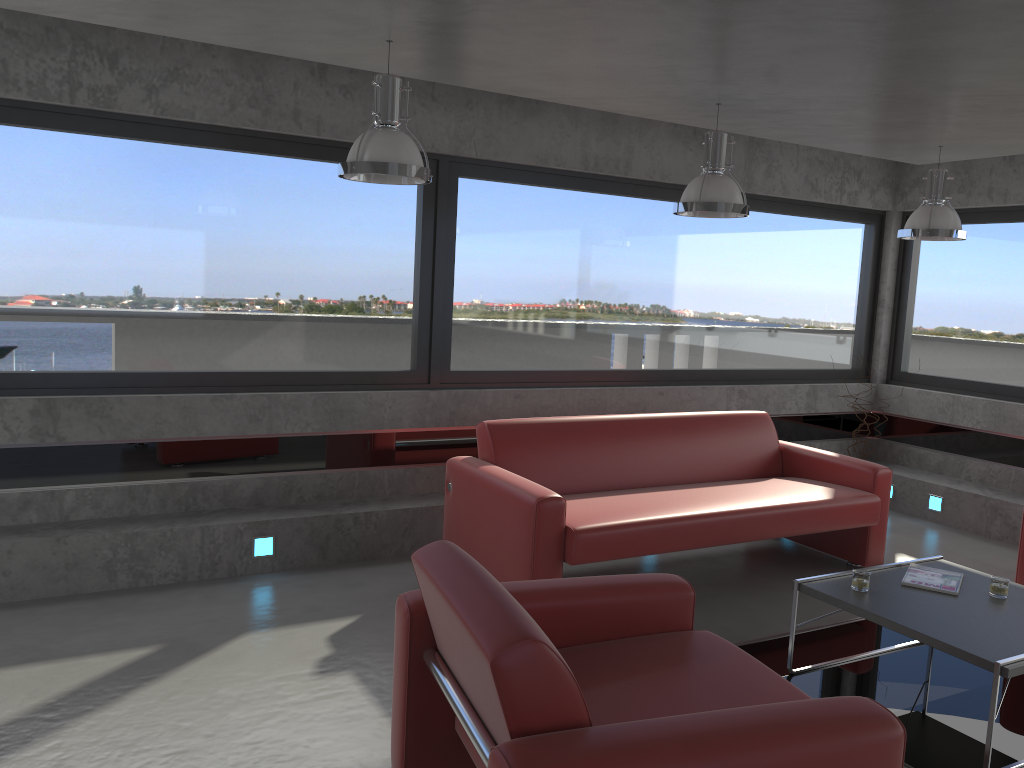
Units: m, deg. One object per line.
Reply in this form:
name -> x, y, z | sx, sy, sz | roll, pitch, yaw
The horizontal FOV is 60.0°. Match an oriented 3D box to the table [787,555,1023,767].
table -> 1.914, 1.134, 3.795 | 1.018, 0.436, 0.994 | -1, 7, -29

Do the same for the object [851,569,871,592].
object -> 1.526, 0.859, 3.878 | 0.079, 0.077, 0.079 | 9, 9, 43

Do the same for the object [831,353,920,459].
object -> 2.626, 0.417, 6.660 | 0.466, 1.289, 0.531 | 1, 7, -17

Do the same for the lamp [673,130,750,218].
lamp -> 1.043, -1.089, 4.589 | 0.388, 0.422, 0.389 | -1, 7, -29

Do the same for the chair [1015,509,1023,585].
chair -> 3.526, 0.856, 4.773 | 1.130, 0.854, 1.196 | -3, 9, -44

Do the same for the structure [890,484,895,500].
structure -> 3.065, 0.872, 7.242 | 0.004, 0.123, 0.123 | -1, 7, -29

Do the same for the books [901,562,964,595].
books -> 1.925, 0.888, 4.053 | 0.228, 0.022, 0.326 | 7, 7, 30

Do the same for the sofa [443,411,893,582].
sofa -> 1.002, 0.669, 5.301 | 2.626, 0.854, 1.120 | -1, 7, -29

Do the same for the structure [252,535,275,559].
structure -> -1.381, 0.906, 4.934 | 0.123, 0.123, 0.004 | -1, 7, -29

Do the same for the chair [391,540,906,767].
chair -> 0.325, 0.942, 2.567 | 1.130, 0.854, 1.196 | 1, 7, -20

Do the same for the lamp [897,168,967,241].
lamp -> 2.610, -1.109, 5.475 | 0.389, 0.422, 0.388 | -3, 8, -40

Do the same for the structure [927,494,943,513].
structure -> 3.278, 0.925, 6.868 | 0.004, 0.123, 0.123 | -1, 7, -29

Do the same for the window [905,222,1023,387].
window -> 4.544, -0.474, 5.771 | 0.003, 1.364, 4.583 | -1, 7, -29

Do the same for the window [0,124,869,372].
window -> -0.298, -0.729, 5.863 | 7.800, 1.364, 0.003 | -1, 7, -29

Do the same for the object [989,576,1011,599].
object -> 2.133, 0.890, 3.882 | 0.079, 0.077, 0.079 | 0, 7, -21

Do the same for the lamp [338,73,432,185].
lamp -> -0.524, -1.069, 3.704 | 0.388, 0.422, 0.389 | -1, 7, -29
